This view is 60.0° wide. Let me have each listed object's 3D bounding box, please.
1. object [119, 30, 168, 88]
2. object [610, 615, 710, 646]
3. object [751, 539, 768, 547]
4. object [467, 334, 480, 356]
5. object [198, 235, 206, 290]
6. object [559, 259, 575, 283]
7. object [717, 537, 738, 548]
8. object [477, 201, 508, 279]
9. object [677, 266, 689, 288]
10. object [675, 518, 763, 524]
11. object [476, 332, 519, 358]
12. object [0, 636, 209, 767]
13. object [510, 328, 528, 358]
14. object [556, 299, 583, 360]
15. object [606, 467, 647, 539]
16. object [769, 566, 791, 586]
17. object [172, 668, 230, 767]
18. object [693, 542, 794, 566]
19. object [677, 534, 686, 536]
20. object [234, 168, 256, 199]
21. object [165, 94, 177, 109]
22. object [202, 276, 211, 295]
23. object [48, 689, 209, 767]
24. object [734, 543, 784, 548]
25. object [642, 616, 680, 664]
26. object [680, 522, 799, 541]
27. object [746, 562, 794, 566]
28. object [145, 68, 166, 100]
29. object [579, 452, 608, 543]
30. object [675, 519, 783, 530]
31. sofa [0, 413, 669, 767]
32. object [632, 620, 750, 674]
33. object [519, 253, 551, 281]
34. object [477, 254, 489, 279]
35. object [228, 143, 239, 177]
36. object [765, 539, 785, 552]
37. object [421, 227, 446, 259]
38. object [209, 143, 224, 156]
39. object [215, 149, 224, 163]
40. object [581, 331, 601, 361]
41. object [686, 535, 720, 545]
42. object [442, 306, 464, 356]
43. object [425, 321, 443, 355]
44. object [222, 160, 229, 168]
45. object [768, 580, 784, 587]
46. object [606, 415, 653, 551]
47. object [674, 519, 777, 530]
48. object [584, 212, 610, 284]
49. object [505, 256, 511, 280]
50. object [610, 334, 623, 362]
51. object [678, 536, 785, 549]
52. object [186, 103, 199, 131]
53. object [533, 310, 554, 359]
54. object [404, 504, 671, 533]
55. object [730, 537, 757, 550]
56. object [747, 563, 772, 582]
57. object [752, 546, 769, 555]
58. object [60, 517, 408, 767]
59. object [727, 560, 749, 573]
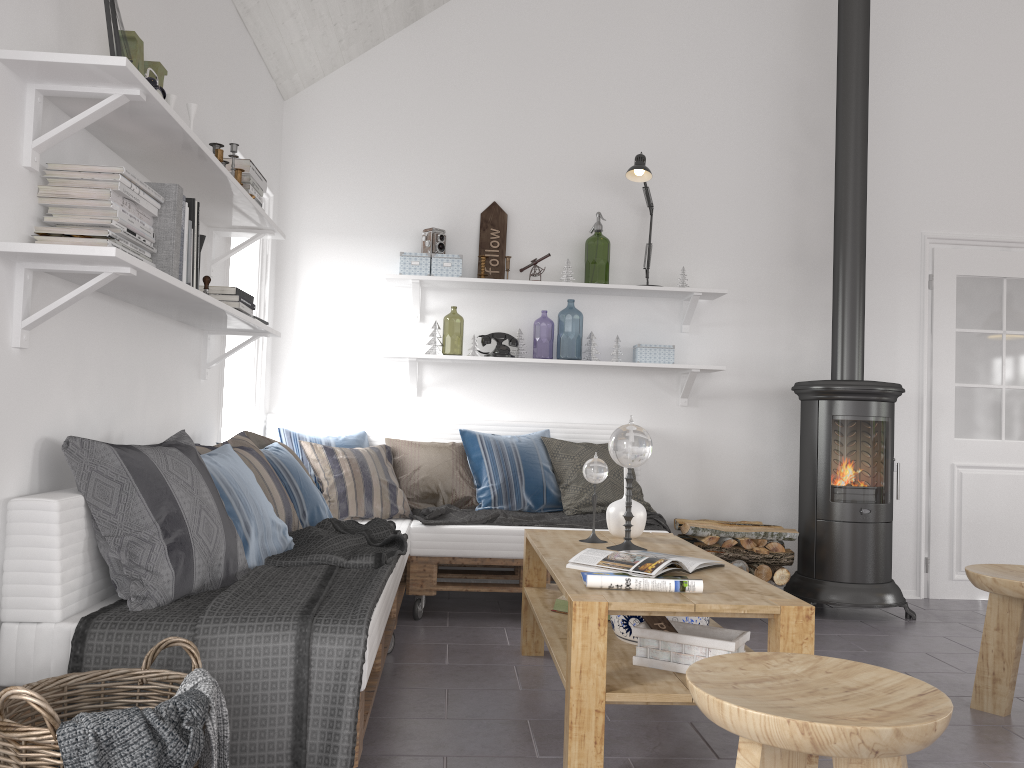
[{"bbox_3d":[-1.098,-0.832,2.604,0.052,0.311,0.330,2,-3,-4],"label":"object"},{"bbox_3d":[0.451,0.702,2.718,0.302,0.161,0.302,2,-3,-8],"label":"object"},{"bbox_3d":[1.216,0.793,4.567,0.044,0.034,0.425,2,-3,-4],"label":"object"},{"bbox_3d":[-0.202,-0.204,4.700,0.072,0.124,0.068,3,-3,-19],"label":"object"},{"bbox_3d":[-1.064,-0.375,3.006,0.085,0.259,0.085,4,-3,-35],"label":"object"},{"bbox_3d":[0.300,-0.605,4.784,0.075,0.147,0.075,4,-3,-37],"label":"object"},{"bbox_3d":[1.053,0.787,4.569,0.098,0.060,0.467,2,-3,-1],"label":"object"},{"bbox_3d":[-0.107,-0.778,4.907,0.154,0.480,0.053,2,-3,1],"label":"object"},{"bbox_3d":[0.939,-0.576,4.864,0.073,0.142,0.072,1,-3,29],"label":"object"},{"bbox_3d":[1.107,0.753,4.719,0.467,0.063,0.095,2,-3,-4],"label":"object"},{"bbox_3d":[-0.081,-0.206,4.775,0.203,0.146,0.171,1,-3,20],"label":"object"},{"bbox_3d":[-0.780,0.742,1.684,0.393,0.432,0.393,3,-3,-17],"label":"object"},{"bbox_3d":[0.039,-0.216,4.828,0.127,0.176,0.007,2,-3,2],"label":"object"},{"bbox_3d":[0.313,-0.288,4.781,0.137,0.335,0.137,3,-3,-15],"label":"object"},{"bbox_3d":[0.442,0.431,3.411,0.155,0.325,0.155,4,-3,-33],"label":"object"},{"bbox_3d":[1.304,0.934,4.596,0.118,0.142,0.520,2,-3,0],"label":"object"},{"bbox_3d":[-0.737,0.756,1.693,0.349,0.356,0.290,2,-3,-10],"label":"object"},{"bbox_3d":[1.141,0.843,4.393,0.480,0.104,0.126,2,-3,-2],"label":"object"},{"bbox_3d":[1.130,0.847,4.747,0.483,0.097,0.123,2,-3,-2],"label":"object"},{"bbox_3d":[-0.960,-0.700,3.106,0.124,0.100,0.124,1,-3,19],"label":"object"},{"bbox_3d":[-1.098,-0.796,2.838,0.084,0.256,0.084,4,-3,-35],"label":"object"},{"bbox_3d":[-0.987,-0.299,2.862,0.032,0.102,0.058,2,-3,-9],"label":"object"},{"bbox_3d":[-0.726,0.737,1.636,0.367,0.332,0.303,0,-3,42],"label":"object"},{"bbox_3d":[1.108,0.845,4.518,0.538,0.082,0.099,2,-3,-4],"label":"object"},{"bbox_3d":[0.431,0.694,2.439,0.090,0.139,0.182,4,-3,-39],"label":"object"},{"bbox_3d":[1.133,0.736,4.425,0.571,0.079,0.115,2,-3,-3],"label":"object"},{"bbox_3d":[1.135,0.881,4.488,0.562,0.063,0.095,2,-3,-3],"label":"object"},{"bbox_3d":[-0.973,-0.764,2.392,0.050,0.165,0.120,2,-3,-4],"label":"object"},{"bbox_3d":[0.306,0.417,3.277,0.109,0.329,0.109,4,-3,-35],"label":"object"},{"bbox_3d":[1.119,0.740,4.532,0.562,0.074,0.095,2,-3,-3],"label":"object"},{"bbox_3d":[-0.226,0.598,3.439,2.017,0.932,2.855,2,-3,-4],"label":"sofa"},{"bbox_3d":[0.483,0.715,2.399,0.281,0.102,0.155,1,-3,29],"label":"object"},{"bbox_3d":[0.122,-0.621,4.823,0.092,0.172,0.177,4,-3,-36],"label":"object"},{"bbox_3d":[-0.157,-0.624,4.777,0.085,0.152,0.085,1,-3,20],"label":"object"},{"bbox_3d":[-0.947,-0.734,3.010,0.066,0.160,0.066,3,-3,-17],"label":"object"},{"bbox_3d":[1.285,0.797,4.581,0.098,0.088,0.466,2,-3,-3],"label":"object"},{"bbox_3d":[-0.416,-0.764,4.820,0.121,0.157,0.117,4,-4,-44],"label":"object"},{"bbox_3d":[-0.992,-0.734,2.968,0.055,0.153,0.055,3,-3,-26],"label":"object"},{"bbox_3d":[-0.934,-0.704,2.826,0.088,0.085,0.088,1,-3,19],"label":"object"},{"bbox_3d":[0.435,-0.202,4.850,0.103,0.178,0.097,4,-3,-41],"label":"object"},{"bbox_3d":[0.970,0.782,4.558,0.098,0.061,0.467,2,-3,-3],"label":"object"},{"bbox_3d":[-0.314,-0.280,4.735,0.111,0.270,0.111,1,-3,14],"label":"object"},{"bbox_3d":[-0.409,-0.245,4.745,0.113,0.195,0.107,2,-3,3],"label":"object"},{"bbox_3d":[-1.037,-0.727,3.165,0.055,0.153,0.055,4,-3,-36],"label":"object"},{"bbox_3d":[1.124,0.980,4.440,0.468,0.069,0.095,2,-3,-4],"label":"object"},{"bbox_3d":[0.412,0.344,3.111,0.155,0.468,0.155,3,-3,-25],"label":"object"},{"bbox_3d":[1.121,0.749,4.636,0.541,0.070,0.101,2,-3,-3],"label":"object"},{"bbox_3d":[0.466,-0.732,4.827,0.136,0.415,0.136,1,-3,29],"label":"object"},{"bbox_3d":[-0.023,-0.616,4.804,0.052,0.148,0.052,4,-3,-42],"label":"object"},{"bbox_3d":[0.569,-0.190,4.827,0.088,0.161,0.093,2,-3,5],"label":"object"},{"bbox_3d":[1.135,0.828,4.630,0.562,0.057,0.097,2,-3,-4],"label":"object"},{"bbox_3d":[-1.057,-0.791,2.915,0.084,0.256,0.084,4,-3,-35],"label":"object"},{"bbox_3d":[0.170,-0.261,4.776,0.111,0.270,0.111,1,-3,14],"label":"object"},{"bbox_3d":[0.130,0.851,4.364,1.449,0.508,0.716,3,-3,-14],"label":"object"},{"bbox_3d":[1.143,0.790,4.575,0.096,0.068,0.467,2,-3,-4],"label":"object"},{"bbox_3d":[1.189,0.938,4.583,0.102,0.102,0.561,2,-3,-5],"label":"object"},{"bbox_3d":[1.200,0.811,4.545,0.059,0.048,0.529,2,-3,-4],"label":"object"},{"bbox_3d":[-0.688,0.740,2.751,0.685,0.533,1.892,2,-3,-4],"label":"object"},{"bbox_3d":[1.087,0.924,4.576,0.110,0.109,0.463,2,-3,-6],"label":"object"}]
